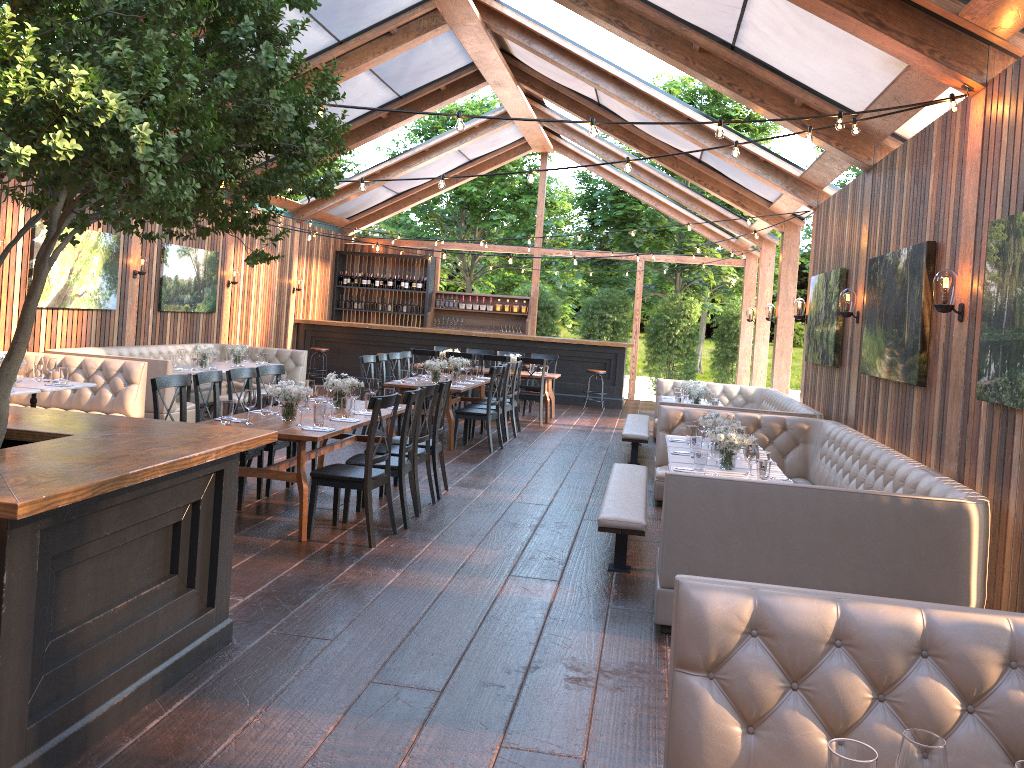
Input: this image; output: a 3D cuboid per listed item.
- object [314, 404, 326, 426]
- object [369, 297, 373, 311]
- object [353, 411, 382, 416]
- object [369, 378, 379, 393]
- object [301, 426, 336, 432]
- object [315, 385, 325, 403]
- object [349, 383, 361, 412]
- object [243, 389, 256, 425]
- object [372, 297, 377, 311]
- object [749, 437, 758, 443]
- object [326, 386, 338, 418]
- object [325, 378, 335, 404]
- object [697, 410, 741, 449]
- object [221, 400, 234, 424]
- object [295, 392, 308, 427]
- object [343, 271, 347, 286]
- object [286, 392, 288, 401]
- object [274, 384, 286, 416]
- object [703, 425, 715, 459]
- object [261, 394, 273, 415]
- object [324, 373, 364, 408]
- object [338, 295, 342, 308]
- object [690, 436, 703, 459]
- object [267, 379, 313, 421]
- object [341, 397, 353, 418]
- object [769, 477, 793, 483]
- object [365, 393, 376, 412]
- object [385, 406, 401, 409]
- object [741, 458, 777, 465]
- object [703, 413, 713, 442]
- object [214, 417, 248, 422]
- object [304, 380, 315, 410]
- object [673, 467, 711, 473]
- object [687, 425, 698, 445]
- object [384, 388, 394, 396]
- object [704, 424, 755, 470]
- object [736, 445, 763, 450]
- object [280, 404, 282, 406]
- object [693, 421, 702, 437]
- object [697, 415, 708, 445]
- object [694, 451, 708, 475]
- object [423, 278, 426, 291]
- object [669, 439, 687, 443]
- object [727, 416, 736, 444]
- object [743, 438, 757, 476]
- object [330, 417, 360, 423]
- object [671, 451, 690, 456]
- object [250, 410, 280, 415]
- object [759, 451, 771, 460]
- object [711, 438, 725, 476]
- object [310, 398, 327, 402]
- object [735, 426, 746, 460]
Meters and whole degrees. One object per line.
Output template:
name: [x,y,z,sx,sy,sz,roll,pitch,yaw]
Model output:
object: [-1.411,0.228,6.478,0.092,0.158,0.092,5,2,25]
object: [-3.147,-1.802,19.853,0.095,0.308,0.094,5,1,35]
object: [-1.226,0.241,7.389,0.255,0.019,0.158,5,4,9]
object: [-1.263,0.073,8.081,0.092,0.244,0.092,4,1,12]
object: [-1.394,0.313,6.286,0.255,0.019,0.158,5,4,9]
object: [-1.732,0.093,7.952,0.091,0.158,0.092,3,2,-45]
object: [-1.332,0.113,7.493,0.092,0.244,0.092,4,1,12]
object: [-1.876,0.164,6.315,0.092,0.244,0.092,4,1,-11]
object: [-3.067,-1.793,19.801,0.094,0.308,0.094,4,1,10]
object: [1.830,0.492,6.773,0.092,0.158,0.092,4,1,-5]
object: [-1.425,0.144,7.000,0.092,0.244,0.092,4,1,6]
object: [-1.644,0.053,8.000,0.092,0.244,0.092,5,1,34]
object: [1.667,0.378,7.128,0.337,0.309,0.329,5,3,25]
object: [-2.022,0.200,6.276,0.092,0.158,0.091,5,2,35]
object: [-1.527,0.181,6.415,0.092,0.244,0.092,3,1,-33]
object: [-3.747,-2.374,19.938,0.087,0.334,0.087,4,1,-11]
object: [-1.844,0.128,7.385,0.091,0.158,0.092,3,2,-25]
object: [-1.817,0.124,6.914,0.092,0.244,0.092,4,1,6]
object: [1.476,0.434,6.640,0.092,0.244,0.092,3,1,-33]
object: [-1.901,0.161,6.852,0.092,0.158,0.091,5,2,35]
object: [-1.479,0.054,7.700,0.335,0.309,0.330,2,4,-44]
object: [-3.887,-1.866,20.007,0.094,0.308,0.094,4,1,-4]
object: [1.369,0.474,6.586,0.092,0.158,0.092,4,1,-5]
object: [-1.672,0.119,6.669,0.336,0.309,0.329,4,3,4]
object: [-1.320,0.190,7.061,0.092,0.158,0.092,4,2,15]
object: [1.719,0.625,5.836,0.255,0.019,0.158,5,4,9]
object: [-1.213,0.159,7.570,0.092,0.158,0.091,5,2,35]
object: [-1.133,0.204,7.964,0.255,0.019,0.158,5,4,9]
object: [1.842,0.575,6.603,0.255,0.019,0.158,5,4,9]
object: [1.674,0.375,7.603,0.092,0.244,0.092,3,1,-33]
object: [-2.025,0.257,6.447,0.255,0.019,0.158,5,4,9]
object: [-1.702,0.090,7.432,0.092,0.244,0.092,3,1,-39]
object: [1.217,0.579,5.974,0.255,0.019,0.158,5,4,9]
object: [1.489,0.425,7.334,0.092,0.158,0.092,4,1,-5]
object: [-1.135,0.120,8.150,0.091,0.158,0.092,3,2,-45]
object: [1.517,0.439,6.180,0.337,0.309,0.329,5,3,21]
object: [1.960,0.525,7.381,0.255,0.019,0.158,5,4,9]
object: [-1.854,0.185,7.554,0.255,0.019,0.158,5,4,9]
object: [1.621,0.406,7.701,0.091,0.158,0.092,3,2,-45]
object: [1.588,0.385,7.384,0.092,0.244,0.092,3,1,-33]
object: [1.235,0.524,5.803,0.092,0.158,0.092,4,1,-5]
object: [-1.936,-2.206,19.616,0.075,0.302,0.075,4,1,26]
object: [1.460,0.480,7.499,0.255,0.019,0.158,5,4,9]
object: [1.851,0.395,7.499,0.092,0.244,0.092,4,1,12]
object: [1.603,0.494,5.968,0.092,0.244,0.092,3,1,-33]
object: [-1.318,0.273,6.885,0.255,0.019,0.158,5,4,9]
object: [1.343,0.528,6.758,0.255,0.019,0.158,5,4,9]
object: [-1.946,0.222,7.024,0.255,0.019,0.158,5,4,9]
object: [1.705,0.541,6.010,0.092,0.158,0.092,4,1,-5]
object: [1.354,0.487,5.836,0.092,0.244,0.092,3,1,-33]
object: [-1.762,0.147,8.133,0.255,0.019,0.158,5,4,9]
object: [1.728,0.446,6.713,0.092,0.244,0.092,3,1,-33]
